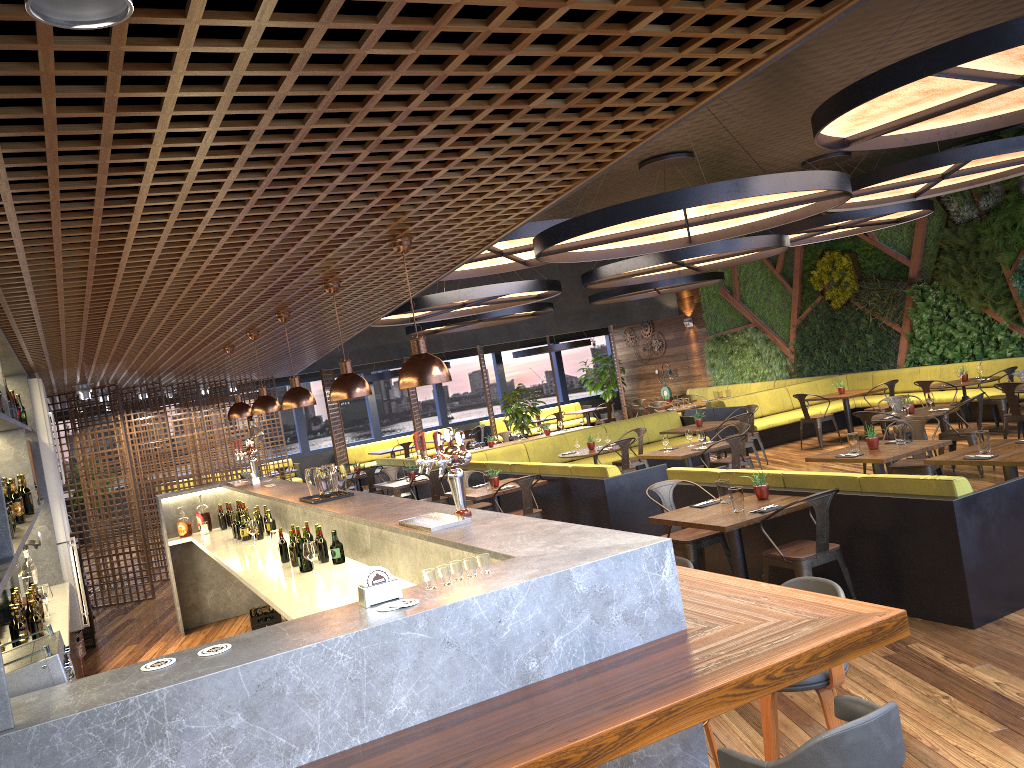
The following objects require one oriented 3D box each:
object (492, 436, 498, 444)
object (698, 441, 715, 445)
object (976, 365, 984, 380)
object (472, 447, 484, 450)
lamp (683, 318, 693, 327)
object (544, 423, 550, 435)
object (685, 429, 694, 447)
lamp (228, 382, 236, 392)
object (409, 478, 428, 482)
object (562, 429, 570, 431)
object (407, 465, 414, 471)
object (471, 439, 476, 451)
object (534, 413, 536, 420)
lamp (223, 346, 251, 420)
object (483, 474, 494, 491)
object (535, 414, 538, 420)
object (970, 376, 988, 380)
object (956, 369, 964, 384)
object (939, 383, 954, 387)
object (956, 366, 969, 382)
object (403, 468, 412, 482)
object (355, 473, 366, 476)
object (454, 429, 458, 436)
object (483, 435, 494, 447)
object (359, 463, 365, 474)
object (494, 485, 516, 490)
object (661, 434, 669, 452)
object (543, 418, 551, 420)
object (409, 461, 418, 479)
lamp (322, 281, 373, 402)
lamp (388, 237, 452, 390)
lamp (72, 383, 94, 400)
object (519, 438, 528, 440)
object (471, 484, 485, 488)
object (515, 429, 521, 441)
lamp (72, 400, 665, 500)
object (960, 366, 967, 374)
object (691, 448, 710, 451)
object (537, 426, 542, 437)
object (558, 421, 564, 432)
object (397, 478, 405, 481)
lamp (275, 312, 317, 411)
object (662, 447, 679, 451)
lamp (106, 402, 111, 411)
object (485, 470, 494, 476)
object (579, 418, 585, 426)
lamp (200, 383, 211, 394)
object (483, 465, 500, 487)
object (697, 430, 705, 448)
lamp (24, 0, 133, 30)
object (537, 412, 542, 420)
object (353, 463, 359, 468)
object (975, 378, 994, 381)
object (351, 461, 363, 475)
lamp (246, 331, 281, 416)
[{"bbox_3d":[-0.294,1.017,15.641,0.097,0.206,0.097,-9,1,19],"label":"object"},{"bbox_3d":[2.351,0.725,10.810,0.255,0.019,0.157,-10,1,-26],"label":"object"},{"bbox_3d":[6.844,-0.167,12.961,0.097,0.206,0.097,-9,1,27],"label":"object"},{"bbox_3d":[-0.602,1.160,15.983,0.157,0.019,0.255,-10,1,-26],"label":"object"},{"bbox_3d":[4.288,-1.498,21.719,0.189,0.215,0.215,-10,1,-27],"label":"lamp"},{"bbox_3d":[0.633,0.813,16.359,0.238,0.271,0.260,-10,1,-5],"label":"object"},{"bbox_3d":[2.177,0.659,10.876,0.097,0.206,0.097,-10,1,-26],"label":"object"},{"bbox_3d":[-5.190,0.053,16.468,0.228,0.172,0.228,-10,1,-27],"label":"lamp"},{"bbox_3d":[-1.295,1.326,12.252,0.255,0.019,0.157,-10,1,-27],"label":"object"},{"bbox_3d":[0.996,0.876,16.801,0.157,0.019,0.255,-10,1,-26],"label":"object"},{"bbox_3d":[-1.449,1.265,12.717,0.102,0.178,0.102,-10,1,-41],"label":"object"},{"bbox_3d":[-0.684,1.081,15.821,0.097,0.206,0.097,-9,1,19],"label":"object"},{"bbox_3d":[0.597,0.792,21.828,0.102,0.178,0.102,-10,1,-41],"label":"object"},{"bbox_3d":[-2.612,-0.014,8.370,0.250,0.673,0.250,-10,1,6],"label":"lamp"},{"bbox_3d":[-0.257,1.099,9.918,0.102,0.178,0.102,-10,1,9],"label":"object"},{"bbox_3d":[0.615,0.744,21.645,0.238,0.271,0.260,-10,1,-5],"label":"object"},{"bbox_3d":[6.938,-0.091,13.209,0.255,0.019,0.157,-10,1,-25],"label":"object"},{"bbox_3d":[6.519,-0.111,12.890,0.097,0.206,0.097,-10,1,-37],"label":"object"},{"bbox_3d":[6.374,0.009,12.953,0.255,0.019,0.157,-10,1,-28],"label":"object"},{"bbox_3d":[6.651,-0.172,13.095,0.260,0.271,0.238,-10,1,12],"label":"object"},{"bbox_3d":[-1.449,1.270,12.341,0.102,0.178,0.102,-10,1,-41],"label":"object"},{"bbox_3d":[-2.501,1.499,14.670,0.255,0.019,0.157,-10,1,-27],"label":"object"},{"bbox_3d":[-1.290,1.131,20.585,0.102,0.178,0.102,-10,1,-41],"label":"object"},{"bbox_3d":[-0.400,0.996,15.831,0.238,0.271,0.260,-10,1,-5],"label":"object"},{"bbox_3d":[-2.503,1.416,14.853,0.102,0.178,0.102,-10,1,-21],"label":"object"},{"bbox_3d":[-0.093,1.153,9.841,0.255,0.019,0.157,-10,1,-27],"label":"object"},{"bbox_3d":[1.859,0.715,10.721,0.097,0.206,0.097,-10,1,-35],"label":"object"},{"bbox_3d":[0.796,0.845,21.359,0.255,0.019,0.157,-10,1,-27],"label":"object"},{"bbox_3d":[-1.420,1.215,12.575,0.260,0.271,0.238,-10,1,-25],"label":"object"},{"bbox_3d":[-0.982,-0.248,5.101,0.250,0.673,0.250,-10,1,6],"label":"lamp"},{"bbox_3d":[-0.450,-0.324,4.035,0.250,0.673,0.250,-10,1,-39],"label":"lamp"},{"bbox_3d":[-4.895,0.088,10.148,0.228,0.172,0.228,-10,1,-27],"label":"lamp"},{"bbox_3d":[0.197,1.018,16.392,0.157,0.019,0.255,-10,1,-26],"label":"object"},{"bbox_3d":[-0.348,1.189,10.425,0.255,0.019,0.157,-10,1,-27],"label":"object"},{"bbox_3d":[0.115,0.939,16.230,0.097,0.206,0.097,-9,1,19],"label":"object"},{"bbox_3d":[-1.997,0.823,14.539,9.057,2.714,3.017,-10,1,-27],"label":"lamp"},{"bbox_3d":[6.766,-0.158,13.279,0.097,0.206,0.097,-10,1,-7],"label":"object"},{"bbox_3d":[2.199,0.757,10.382,0.157,0.019,0.255,-10,1,-26],"label":"object"},{"bbox_3d":[0.505,0.875,16.050,0.097,0.206,0.097,-9,1,19],"label":"object"},{"bbox_3d":[0.914,0.797,16.639,0.097,0.206,0.097,-9,1,19],"label":"object"},{"bbox_3d":[-1.551,1.362,12.837,0.255,0.019,0.157,-10,1,-27],"label":"object"},{"bbox_3d":[-1.560,-0.165,6.260,0.250,0.673,0.250,-10,1,6],"label":"lamp"},{"bbox_3d":[1.941,0.794,10.883,0.157,0.019,0.255,-10,1,-26],"label":"object"},{"bbox_3d":[-6.979,0.374,15.328,0.228,0.172,0.228,-10,1,-27],"label":"lamp"},{"bbox_3d":[-0.246,1.092,10.305,0.102,0.178,0.102,-10,1,-41],"label":"object"},{"bbox_3d":[1.305,0.732,16.459,0.097,0.206,0.097,-9,1,19],"label":"object"},{"bbox_3d":[-5.286,0.086,15.236,0.228,0.172,0.228,-10,1,-27],"label":"lamp"},{"bbox_3d":[-0.218,1.042,10.137,0.238,0.271,0.260,-10,1,-5],"label":"object"},{"bbox_3d":[2.249,0.651,10.541,0.097,0.206,0.097,-10,1,-35],"label":"object"},{"bbox_3d":[-0.532,-0.535,1.063,0.228,0.172,0.228,-10,1,-27],"label":"lamp"},{"bbox_3d":[0.667,0.784,21.476,0.102,0.178,0.102,-10,1,-41],"label":"object"},{"bbox_3d":[-2.655,1.438,15.135,0.102,0.178,0.102,-10,1,-11],"label":"object"},{"bbox_3d":[6.795,-0.062,12.801,0.157,0.019,0.255,-10,1,-27],"label":"object"},{"bbox_3d":[-2.613,1.386,14.965,0.260,0.271,0.238,-10,1,-25],"label":"object"},{"bbox_3d":[-2.074,-0.091,7.290,0.250,0.673,0.250,-10,1,6],"label":"lamp"}]
